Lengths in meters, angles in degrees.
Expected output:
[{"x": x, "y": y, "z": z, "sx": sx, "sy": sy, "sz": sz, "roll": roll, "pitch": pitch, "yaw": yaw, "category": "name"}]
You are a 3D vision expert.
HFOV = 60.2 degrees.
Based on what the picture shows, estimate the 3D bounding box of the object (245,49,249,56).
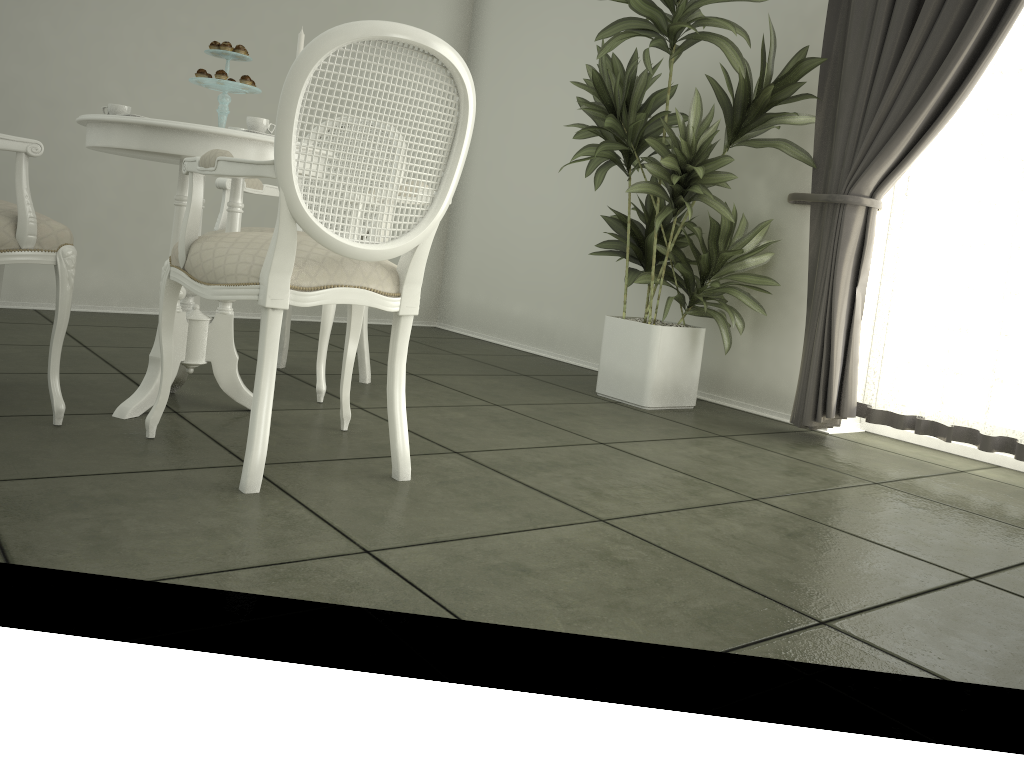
[{"x": -0.816, "y": -1.003, "z": 2.674, "sx": 0.039, "sy": 0.032, "sz": 0.040, "roll": 5, "pitch": 7, "yaw": -17, "category": "object"}]

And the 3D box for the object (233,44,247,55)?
[{"x": -0.811, "y": -0.996, "z": 2.633, "sx": 0.039, "sy": 0.032, "sz": 0.040, "roll": 8, "pitch": 7, "yaw": 8, "category": "object"}]

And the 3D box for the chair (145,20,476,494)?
[{"x": -0.483, "y": -0.321, "z": 2.213, "sx": 0.593, "sy": 1.057, "sz": 0.697, "roll": 3, "pitch": 6, "yaw": -38, "category": "chair"}]

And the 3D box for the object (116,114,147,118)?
[{"x": -1.033, "y": -0.736, "z": 2.464, "sx": 0.120, "sy": 0.015, "sz": 0.118, "roll": 15, "pitch": 12, "yaw": 41, "category": "object"}]

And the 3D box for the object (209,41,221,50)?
[{"x": -0.881, "y": -1.003, "z": 2.623, "sx": 0.039, "sy": 0.032, "sz": 0.040, "roll": 5, "pitch": 7, "yaw": -17, "category": "object"}]

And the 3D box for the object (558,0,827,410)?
[{"x": 0.668, "y": -0.962, "z": 3.821, "sx": 1.036, "sy": 2.083, "sz": 1.174, "roll": 5, "pitch": 5, "yaw": -20, "category": "object"}]

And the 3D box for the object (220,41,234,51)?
[{"x": -0.843, "y": -0.996, "z": 2.608, "sx": 0.039, "sy": 0.032, "sz": 0.040, "roll": 2, "pitch": 8, "yaw": -32, "category": "object"}]

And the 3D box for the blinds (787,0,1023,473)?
[{"x": 2.337, "y": -0.788, "z": 2.371, "sx": 0.658, "sy": 2.584, "sz": 3.701, "roll": 4, "pitch": 8, "yaw": -38, "category": "blinds"}]

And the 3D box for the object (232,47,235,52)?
[{"x": -0.854, "y": -1.010, "z": 2.690, "sx": 0.040, "sy": 0.032, "sz": 0.039, "roll": 12, "pitch": 9, "yaw": 37, "category": "object"}]

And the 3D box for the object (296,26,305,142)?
[{"x": -0.654, "y": -0.902, "z": 2.676, "sx": 0.088, "sy": 0.362, "sz": 0.087, "roll": 9, "pitch": 5, "yaw": 29, "category": "object"}]

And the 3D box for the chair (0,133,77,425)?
[{"x": -1.542, "y": -0.455, "z": 2.260, "sx": 0.600, "sy": 1.057, "sz": 0.689, "roll": 11, "pitch": 7, "yaw": 42, "category": "chair"}]

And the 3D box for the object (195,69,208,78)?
[{"x": -0.917, "y": -0.915, "z": 2.609, "sx": 0.039, "sy": 0.032, "sz": 0.040, "roll": 9, "pitch": 7, "yaw": 17, "category": "object"}]

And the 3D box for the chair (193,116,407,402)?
[{"x": -0.771, "y": -0.537, "z": 3.357, "sx": 0.597, "sy": 1.057, "sz": 0.693, "roll": 8, "pitch": 5, "yaw": 17, "category": "chair"}]

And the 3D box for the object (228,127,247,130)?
[{"x": -0.901, "y": -0.810, "z": 2.879, "sx": 0.063, "sy": 0.049, "sz": 0.078, "roll": 11, "pitch": 9, "yaw": 31, "category": "object"}]

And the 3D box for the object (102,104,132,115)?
[{"x": -1.147, "y": -0.783, "z": 2.559, "sx": 0.077, "sy": 0.049, "sz": 0.063, "roll": 3, "pitch": 8, "yaw": -28, "category": "object"}]

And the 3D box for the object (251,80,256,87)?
[{"x": -0.801, "y": -0.916, "z": 2.700, "sx": 0.039, "sy": 0.032, "sz": 0.040, "roll": 7, "pitch": 7, "yaw": 3, "category": "object"}]

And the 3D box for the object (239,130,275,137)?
[{"x": -0.729, "y": -0.708, "z": 2.516, "sx": 0.120, "sy": 0.015, "sz": 0.118, "roll": 15, "pitch": 12, "yaw": 41, "category": "object"}]

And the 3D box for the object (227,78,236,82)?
[{"x": -0.869, "y": -0.928, "z": 2.727, "sx": 0.039, "sy": 0.032, "sz": 0.040, "roll": 8, "pitch": 7, "yaw": 13, "category": "object"}]

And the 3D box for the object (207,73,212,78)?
[{"x": -0.926, "y": -0.928, "z": 2.682, "sx": 0.039, "sy": 0.032, "sz": 0.040, "roll": 8, "pitch": 7, "yaw": 13, "category": "object"}]

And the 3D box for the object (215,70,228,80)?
[{"x": -0.849, "y": -0.903, "z": 2.582, "sx": 0.039, "sy": 0.032, "sz": 0.040, "roll": 8, "pitch": 7, "yaw": 13, "category": "object"}]

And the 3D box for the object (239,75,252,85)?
[{"x": -0.791, "y": -0.903, "z": 2.627, "sx": 0.039, "sy": 0.032, "sz": 0.040, "roll": 5, "pitch": 7, "yaw": -17, "category": "object"}]

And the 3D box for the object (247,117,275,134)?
[{"x": -0.718, "y": -0.730, "z": 2.516, "sx": 0.077, "sy": 0.049, "sz": 0.063, "roll": 6, "pitch": 7, "yaw": -6, "category": "object"}]

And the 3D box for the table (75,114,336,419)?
[{"x": -0.952, "y": -0.337, "z": 2.689, "sx": 0.739, "sy": 0.824, "sz": 0.748, "roll": 2, "pitch": 8, "yaw": -41, "category": "table"}]

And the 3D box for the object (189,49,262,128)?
[{"x": -0.865, "y": -0.866, "z": 2.657, "sx": 0.210, "sy": 0.247, "sz": 0.213, "roll": 6, "pitch": 6, "yaw": -6, "category": "object"}]
